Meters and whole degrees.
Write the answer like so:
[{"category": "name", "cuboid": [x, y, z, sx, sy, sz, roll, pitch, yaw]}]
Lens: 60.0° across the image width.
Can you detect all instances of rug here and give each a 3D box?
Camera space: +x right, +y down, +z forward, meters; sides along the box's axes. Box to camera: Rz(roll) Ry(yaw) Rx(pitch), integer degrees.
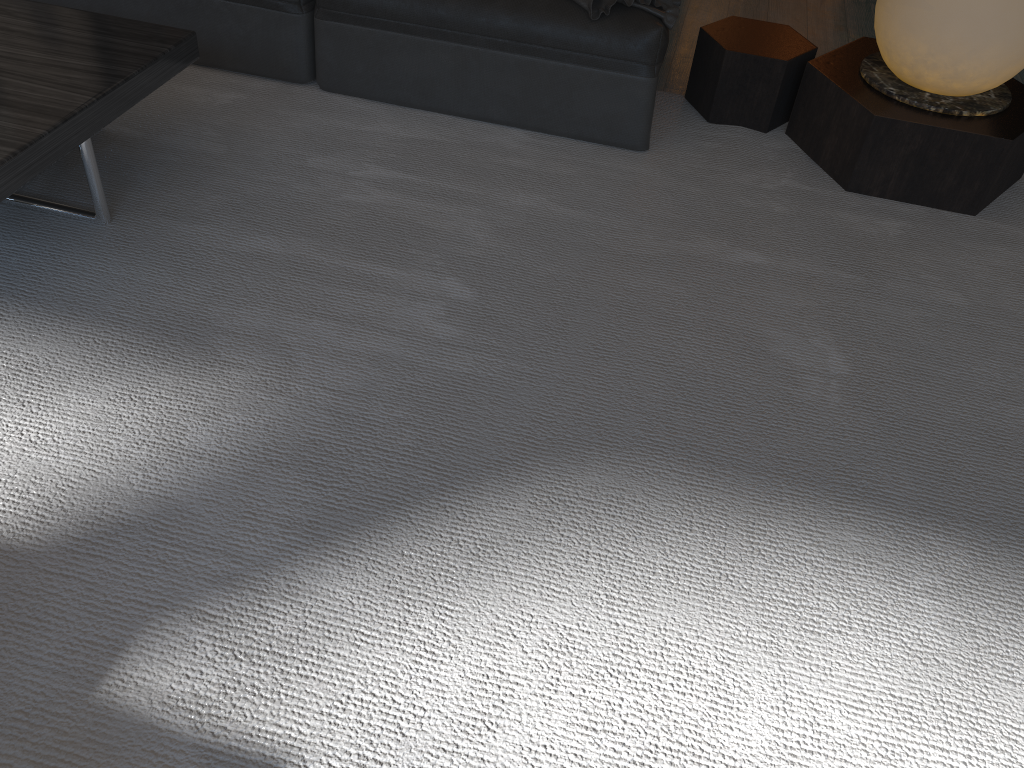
[{"category": "rug", "cuboid": [-1.952, -0.529, 2.132, 7.768, 0.032, 2.954, 13, 42, 7]}]

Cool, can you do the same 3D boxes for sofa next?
[{"category": "sofa", "cuboid": [-0.449, -1.475, 2.869, 2.063, 0.680, 1.019, 13, 42, 7]}]

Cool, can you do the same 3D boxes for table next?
[{"category": "table", "cuboid": [-1.633, -0.649, 2.077, 1.500, 0.309, 0.900, 13, 42, 7]}, {"category": "table", "cuboid": [1.049, -0.826, 2.678, 1.044, 0.230, 0.616, 13, 42, 7]}]

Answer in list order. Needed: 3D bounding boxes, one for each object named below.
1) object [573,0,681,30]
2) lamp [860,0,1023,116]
[{"category": "object", "cuboid": [0.280, -1.135, 2.582, 0.429, 0.185, 0.433, 10, 42, 4]}, {"category": "lamp", "cuboid": [1.243, -1.027, 2.439, 0.462, 0.417, 0.462, 34, 49, 27]}]
